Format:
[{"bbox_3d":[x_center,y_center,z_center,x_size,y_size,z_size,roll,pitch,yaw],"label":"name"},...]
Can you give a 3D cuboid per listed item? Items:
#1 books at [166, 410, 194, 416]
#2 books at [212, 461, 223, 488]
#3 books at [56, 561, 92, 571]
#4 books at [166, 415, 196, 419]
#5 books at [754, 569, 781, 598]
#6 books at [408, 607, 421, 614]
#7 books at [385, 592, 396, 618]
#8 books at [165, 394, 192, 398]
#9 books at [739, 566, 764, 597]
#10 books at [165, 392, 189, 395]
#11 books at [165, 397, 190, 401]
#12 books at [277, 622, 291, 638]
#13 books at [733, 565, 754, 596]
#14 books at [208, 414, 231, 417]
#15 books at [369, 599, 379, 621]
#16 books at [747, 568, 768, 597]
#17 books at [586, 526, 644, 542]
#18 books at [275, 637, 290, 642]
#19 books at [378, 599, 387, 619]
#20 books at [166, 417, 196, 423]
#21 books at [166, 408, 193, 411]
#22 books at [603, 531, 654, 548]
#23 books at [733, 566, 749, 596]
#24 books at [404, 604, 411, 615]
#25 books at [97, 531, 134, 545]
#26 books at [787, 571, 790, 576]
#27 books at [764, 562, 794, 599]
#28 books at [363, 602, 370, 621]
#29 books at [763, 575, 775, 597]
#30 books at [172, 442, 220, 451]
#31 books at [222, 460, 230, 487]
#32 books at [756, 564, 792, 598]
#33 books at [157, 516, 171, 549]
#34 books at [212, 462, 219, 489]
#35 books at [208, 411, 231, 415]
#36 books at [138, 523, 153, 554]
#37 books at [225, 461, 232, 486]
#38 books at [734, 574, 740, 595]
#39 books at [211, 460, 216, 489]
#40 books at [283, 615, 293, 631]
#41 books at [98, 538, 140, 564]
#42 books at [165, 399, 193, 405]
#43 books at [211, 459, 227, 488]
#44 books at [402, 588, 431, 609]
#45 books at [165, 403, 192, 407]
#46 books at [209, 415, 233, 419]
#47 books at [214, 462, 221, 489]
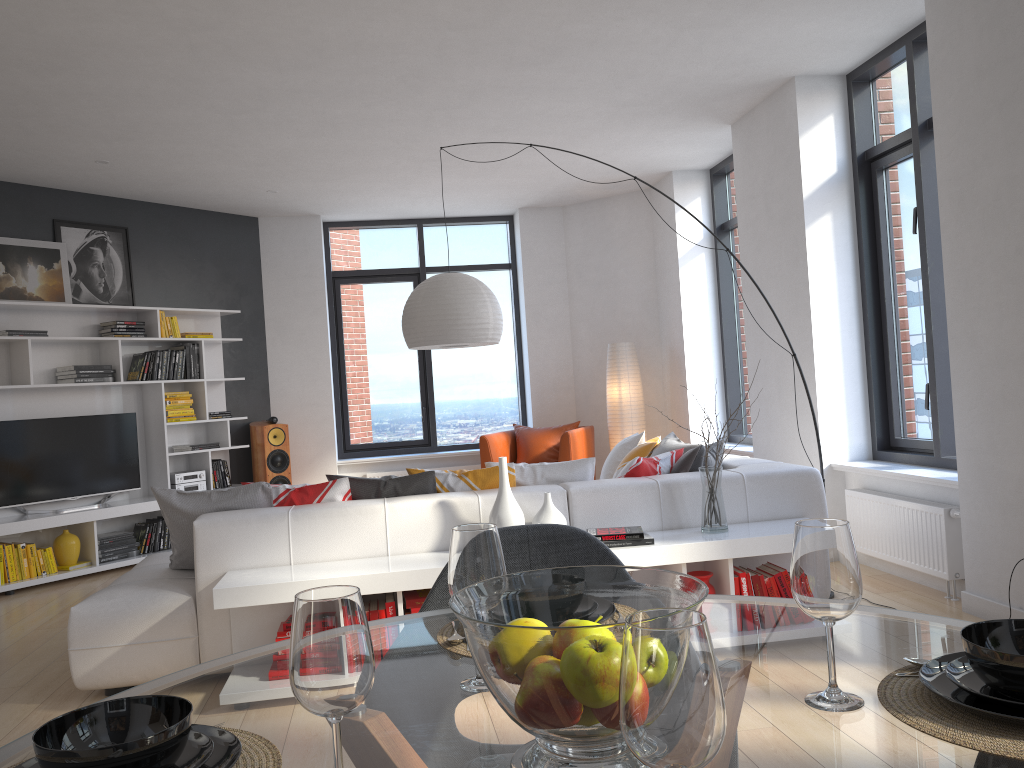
[{"bbox_3d":[-2.856,0.248,7.514,0.189,0.042,0.243,-4,0,36],"label":"books"},{"bbox_3d":[-2.594,0.789,7.736,0.169,0.242,0.050,-4,0,36],"label":"books"},{"bbox_3d":[-3.319,1.356,6.616,0.270,0.029,0.204,-4,0,21],"label":"books"},{"bbox_3d":[-2.851,0.282,7.510,0.203,0.024,0.257,-4,-1,39],"label":"books"},{"bbox_3d":[1.136,0.939,3.883,0.083,0.233,0.178,-4,0,-9],"label":"books"},{"bbox_3d":[-0.298,0.909,3.685,0.266,0.026,0.187,-4,0,-14],"label":"books"},{"bbox_3d":[-0.490,1.017,3.658,0.049,0.291,0.214,-4,0,-9],"label":"books"},{"bbox_3d":[-2.865,0.106,7.530,0.163,0.023,0.223,-4,-1,40],"label":"books"},{"bbox_3d":[1.048,0.936,3.871,0.076,0.252,0.199,-4,0,-9],"label":"books"},{"bbox_3d":[-2.890,0.084,7.536,0.163,0.023,0.223,-4,-1,40],"label":"books"},{"bbox_3d":[-2.871,0.130,7.525,0.227,0.022,0.160,-4,-1,-38],"label":"books"},{"bbox_3d":[-0.829,1.002,3.658,0.254,0.025,0.178,-4,0,-9],"label":"books"},{"bbox_3d":[1.014,0.934,3.858,0.056,0.262,0.185,-4,0,-9],"label":"books"},{"bbox_3d":[-2.594,0.275,7.778,0.142,0.015,0.198,-4,0,35],"label":"books"},{"bbox_3d":[-0.561,1.038,3.652,0.034,0.259,0.207,-4,0,-9],"label":"books"},{"bbox_3d":[1.078,0.937,3.865,0.066,0.247,0.175,-4,0,-9],"label":"books"},{"bbox_3d":[0.438,0.641,3.786,0.238,0.027,0.188,-4,0,5],"label":"books"},{"bbox_3d":[-0.826,1.027,3.654,0.269,0.028,0.179,-4,0,-7],"label":"books"},{"bbox_3d":[-0.522,1.034,3.648,0.042,0.259,0.195,-4,0,-9],"label":"books"},{"bbox_3d":[-2.841,0.306,7.508,0.194,0.028,0.257,-4,-1,41],"label":"books"},{"bbox_3d":[-2.871,0.221,7.521,0.189,0.014,0.251,-4,-1,39],"label":"books"},{"bbox_3d":[0.436,0.668,3.810,0.300,0.026,0.245,-4,0,-4],"label":"books"},{"bbox_3d":[0.982,0.931,3.855,0.050,0.268,0.198,-4,0,-9],"label":"books"},{"bbox_3d":[-0.317,0.936,3.689,0.257,0.025,0.182,-4,0,-9],"label":"books"},{"bbox_3d":[-3.157,1.201,6.914,0.250,0.047,0.310,-4,0,32],"label":"books"},{"bbox_3d":[1.239,0.934,3.911,0.103,0.230,0.173,-4,0,-9],"label":"books"},{"bbox_3d":[1.205,0.923,3.904,0.116,0.255,0.198,-4,0,-9],"label":"books"},{"bbox_3d":[-0.594,1.041,3.646,0.031,0.255,0.181,-4,0,-9],"label":"books"},{"bbox_3d":[1.113,0.942,3.876,0.081,0.230,0.165,-4,0,-9],"label":"books"},{"bbox_3d":[-2.724,0.542,7.648,0.250,0.047,0.310,-4,0,32],"label":"books"},{"bbox_3d":[-2.562,0.788,7.786,0.177,0.242,0.066,-4,0,36],"label":"books"},{"bbox_3d":[1.173,0.929,3.896,0.119,0.249,0.187,-4,0,-9],"label":"books"},{"bbox_3d":[-2.848,1.215,7.251,0.197,0.260,0.066,-4,0,36],"label":"books"},{"bbox_3d":[-2.633,0.795,7.708,0.189,0.240,0.053,-4,0,37],"label":"books"},{"bbox_3d":[-2.606,0.257,7.789,0.161,0.023,0.213,-4,-1,40],"label":"books"},{"bbox_3d":[-2.958,1.235,7.101,0.187,0.234,0.096,-4,0,37],"label":"books"},{"bbox_3d":[-2.568,0.793,7.832,0.179,0.233,0.077,-4,0,36],"label":"books"},{"bbox_3d":[0.948,0.942,3.842,0.026,0.250,0.168,-4,0,-9],"label":"books"},{"bbox_3d":[-2.656,0.780,7.684,0.202,0.268,0.053,-4,0,36],"label":"books"},{"bbox_3d":[-0.822,0.975,3.650,0.206,0.029,0.152,-4,0,-3],"label":"books"},{"bbox_3d":[-3.130,1.292,6.905,0.277,0.137,0.343,-4,0,31],"label":"books"},{"bbox_3d":[-2.864,0.157,7.529,0.176,0.033,0.239,-4,-1,39],"label":"books"},{"bbox_3d":[-2.587,0.784,7.766,0.193,0.255,0.066,-4,0,36],"label":"books"},{"bbox_3d":[-0.319,0.881,3.691,0.259,0.034,0.206,-4,0,-12],"label":"books"},{"bbox_3d":[-2.870,0.183,7.522,0.171,0.019,0.239,-4,0,36],"label":"books"},{"bbox_3d":[-2.590,0.294,7.777,0.161,0.023,0.213,-4,-1,40],"label":"books"},{"bbox_3d":[-2.613,0.794,7.723,0.170,0.236,0.049,-4,0,37],"label":"books"}]
